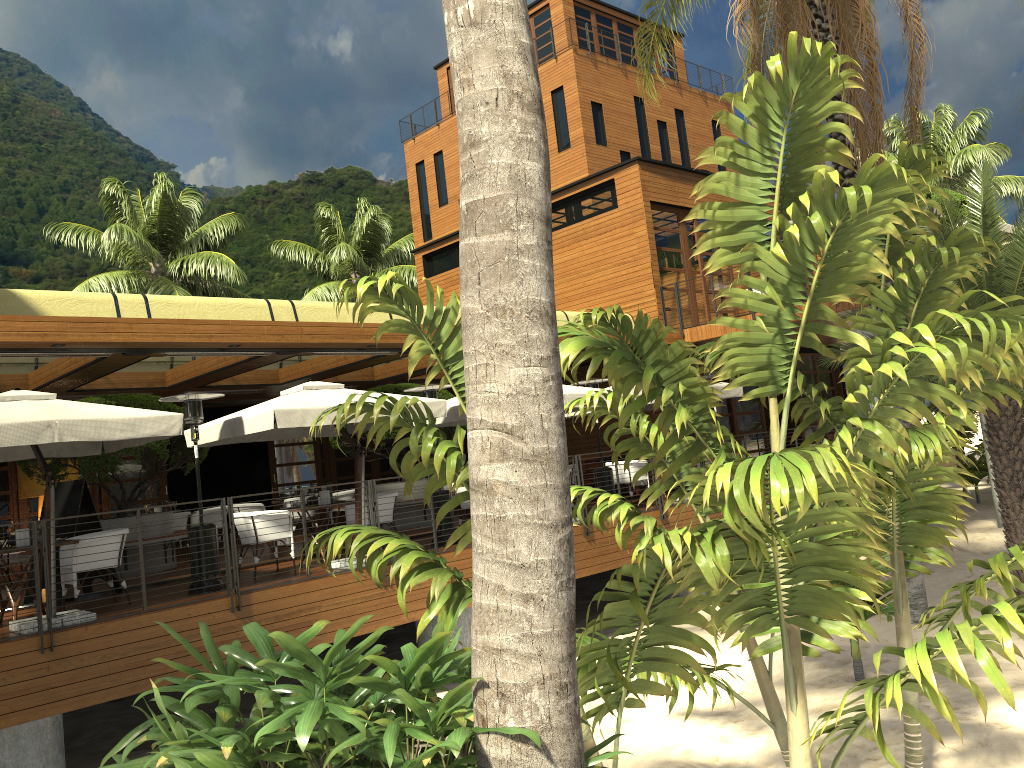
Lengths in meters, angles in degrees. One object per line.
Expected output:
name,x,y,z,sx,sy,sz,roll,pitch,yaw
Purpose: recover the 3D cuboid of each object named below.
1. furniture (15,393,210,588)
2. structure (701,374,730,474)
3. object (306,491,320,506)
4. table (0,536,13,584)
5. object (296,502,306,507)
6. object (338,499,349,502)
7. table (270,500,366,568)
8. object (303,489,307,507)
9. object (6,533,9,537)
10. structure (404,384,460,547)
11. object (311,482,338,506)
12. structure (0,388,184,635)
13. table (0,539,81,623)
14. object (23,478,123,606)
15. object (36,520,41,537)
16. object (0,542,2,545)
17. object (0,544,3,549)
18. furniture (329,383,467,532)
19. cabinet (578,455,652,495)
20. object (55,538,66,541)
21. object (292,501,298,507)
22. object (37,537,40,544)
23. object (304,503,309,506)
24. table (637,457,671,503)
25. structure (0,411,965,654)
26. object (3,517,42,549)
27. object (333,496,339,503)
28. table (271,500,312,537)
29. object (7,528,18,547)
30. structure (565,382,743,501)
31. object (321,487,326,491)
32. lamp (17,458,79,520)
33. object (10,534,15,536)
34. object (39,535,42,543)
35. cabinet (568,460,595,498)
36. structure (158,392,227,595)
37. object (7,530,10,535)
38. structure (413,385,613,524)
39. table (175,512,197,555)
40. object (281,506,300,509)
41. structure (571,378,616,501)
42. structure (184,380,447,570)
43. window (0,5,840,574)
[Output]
furniture,-5.939,1.511,13.295,2.568,2.728,2.716,-8,-5,12
structure,3.866,0.891,16.626,0.698,2.196,0.699,-11,-7,34
object,-2.529,1.451,11.252,0.168,0.179,0.162,-2,-7,-41
table,-7.968,2.750,13.623,1.165,0.750,1.164,-8,-5,15
object,-2.627,1.504,11.059,0.116,0.065,0.116,-2,-7,-45
object,-2.247,1.512,11.439,0.170,0.025,0.294,-2,-6,-43
table,-2.418,1.895,11.104,0.932,0.751,0.929,-2,-7,-43
object,-2.558,1.399,10.919,0.082,0.227,0.082,-1,-8,-42
object,-7.827,2.328,13.696,0.116,0.065,0.116,-8,-5,18
structure,-1.018,1.080,12.059,0.698,2.196,0.699,-11,-7,34
object,-2.332,1.368,11.037,0.263,0.264,0.263,-7,-5,2
structure,-4.887,1.199,8.853,2.414,2.337,2.408,-2,-7,-43
table,-4.891,1.991,8.791,0.932,0.751,0.929,-2,-7,-43
object,-5.239,1.848,10.504,0.767,1.399,0.771,-10,-6,31
object,-4.889,1.524,9.149,0.082,0.227,0.082,-1,-8,-42
object,-5.096,1.600,8.751,0.116,0.065,0.116,-3,-6,-39
object,-5.026,1.597,8.678,0.080,0.042,0.080,-10,-6,38
furniture,-2.107,1.355,16.785,2.611,2.728,2.694,-11,-7,37
cabinet,2.228,1.979,19.102,0.557,0.839,1.607,-2,-7,-43
object,-4.715,1.607,9.130,0.170,0.025,0.294,-2,-6,-43
object,-2.715,1.509,11.129,0.086,0.086,0.086,-2,-7,-38
object,-4.799,1.585,8.991,0.116,0.065,0.116,-3,-6,-39
object,-2.558,1.502,10.987,0.080,0.042,0.080,-7,-5,8
table,2.535,1.703,15.736,0.932,0.751,0.929,-2,-7,-43
structure,1.591,1.567,13.257,26.273,1.155,0.163,-2,-7,-43
object,-4.801,1.463,8.729,0.263,0.264,0.263,-7,-5,2
object,-2.244,1.463,11.235,0.086,0.086,0.086,-2,-7,-38
table,-4.148,2.632,17.557,1.164,0.750,1.165,-9,-6,27
object,-4.997,1.546,8.941,0.163,0.179,0.167,-1,-7,-45
structure,2.512,0.912,15.772,2.414,2.337,2.408,-2,-7,-43
object,-2.421,1.428,11.457,0.082,0.227,0.082,-11,-7,36
lamp,-8.251,2.390,15.874,0.972,2.014,0.972,-9,-6,27
object,-7.667,2.336,13.773,0.170,0.025,0.294,-6,-5,-3
object,-4.712,1.559,8.926,0.086,0.086,0.086,-2,-7,-38
cabinet,1.136,2.204,20.276,0.557,0.839,1.607,-2,-7,-43
structure,-3.450,1.174,9.784,0.698,2.196,0.699,-11,-7,34
object,-7.938,2.350,13.942,0.086,0.086,0.086,-11,-7,41
structure,0.046,1.008,13.465,2.414,2.337,2.408,-2,-7,-43
table,-6.127,2.699,15.598,1.165,0.750,1.164,-8,-5,15
object,-2.708,1.522,10.915,0.170,0.025,0.294,-2,-6,-43
structure,1.421,0.985,14.340,0.698,2.196,0.699,-11,-7,34
structure,-2.421,1.103,11.159,2.414,2.337,2.408,-2,-7,-43
window,-0.497,-6.024,23.314,14.472,17.996,38.392,-9,-5,24
